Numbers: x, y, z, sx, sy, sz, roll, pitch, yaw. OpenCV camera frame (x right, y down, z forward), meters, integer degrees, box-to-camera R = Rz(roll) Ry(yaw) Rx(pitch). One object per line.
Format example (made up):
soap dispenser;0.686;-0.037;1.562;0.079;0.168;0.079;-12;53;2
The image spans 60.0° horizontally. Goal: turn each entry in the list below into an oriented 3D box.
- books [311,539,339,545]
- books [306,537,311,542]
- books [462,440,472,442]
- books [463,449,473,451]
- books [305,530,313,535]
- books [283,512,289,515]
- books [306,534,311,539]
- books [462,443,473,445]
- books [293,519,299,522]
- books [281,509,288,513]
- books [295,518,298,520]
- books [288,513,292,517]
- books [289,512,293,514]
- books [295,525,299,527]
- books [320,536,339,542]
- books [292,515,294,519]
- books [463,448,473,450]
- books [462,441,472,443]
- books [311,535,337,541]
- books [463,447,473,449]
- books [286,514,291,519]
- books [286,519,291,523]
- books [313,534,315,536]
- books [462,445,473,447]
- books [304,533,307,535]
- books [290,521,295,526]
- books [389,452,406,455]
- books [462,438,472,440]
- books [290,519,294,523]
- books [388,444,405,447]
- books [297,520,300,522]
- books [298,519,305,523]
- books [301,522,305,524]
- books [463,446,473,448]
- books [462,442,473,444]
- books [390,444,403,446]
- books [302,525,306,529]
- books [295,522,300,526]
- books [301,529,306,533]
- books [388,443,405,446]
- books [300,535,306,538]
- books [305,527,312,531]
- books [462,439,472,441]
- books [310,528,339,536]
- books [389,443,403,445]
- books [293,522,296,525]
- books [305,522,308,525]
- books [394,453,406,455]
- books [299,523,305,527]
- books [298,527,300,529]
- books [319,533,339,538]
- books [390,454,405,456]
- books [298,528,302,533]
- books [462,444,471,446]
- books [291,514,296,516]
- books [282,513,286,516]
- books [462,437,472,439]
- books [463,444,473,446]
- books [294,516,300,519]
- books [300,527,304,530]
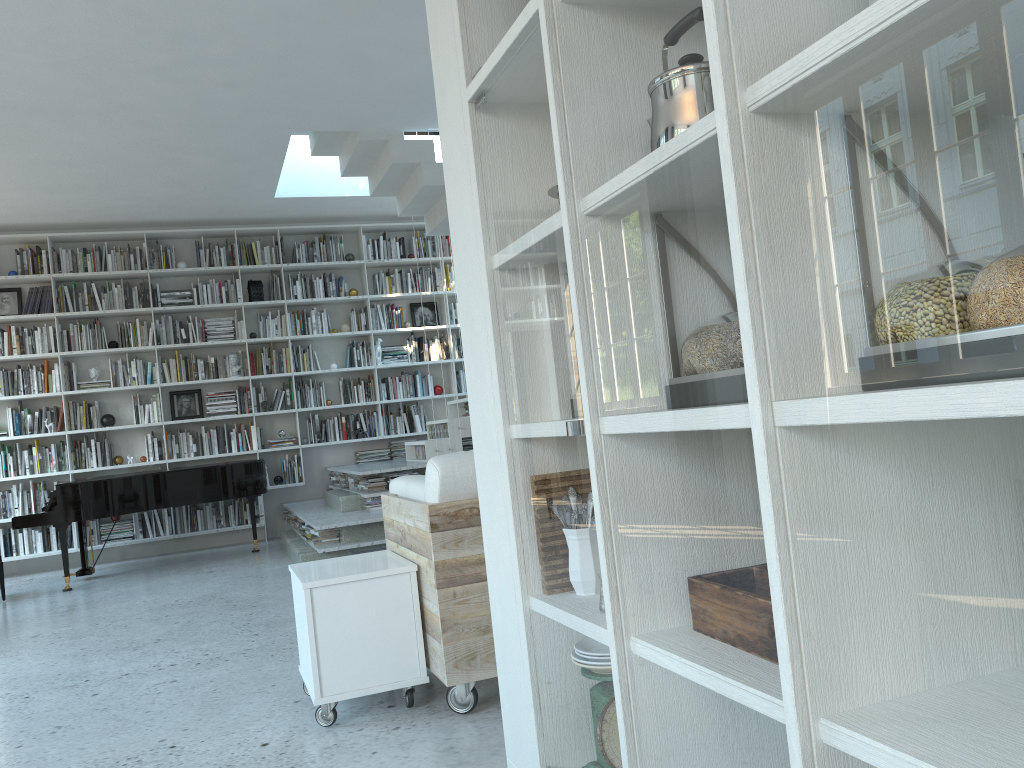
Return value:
books;-1.393;1.170;6.605;0.184;0.017;0.230;-6;-2;-17
books;-1.500;1.193;6.889;0.191;0.016;0.209;-6;-2;-14
books;-0.442;0.619;9.685;0.315;0.009;0.200;-6;-2;-14
books;-0.436;0.717;9.691;0.320;0.009;0.203;-5;-2;-20
books;-1.499;1.143;6.893;0.191;0.015;0.246;-5;-2;-18
books;-2.195;1.290;8.912;0.187;0.009;0.211;-5;-2;-20
books;-1.498;1.173;6.891;0.191;0.006;0.275;-6;-2;-17
books;-0.440;0.645;9.689;0.354;0.009;0.198;-5;-2;-22
books;-1.890;1.229;8.053;0.159;0.011;0.246;-5;-2;-23
books;-2.205;1.267;8.910;0.191;0.013;0.243;-5;-2;-23
books;-1.797;1.172;7.760;0.165;0.014;0.236;-5;-2;-24
books;-2.001;1.224;8.345;0.180;0.015;0.294;-5;-2;-21
books;-1.913;1.159;8.050;0.193;0.005;0.225;-5;-2;-23
books;-1.880;1.280;8.053;0.157;0.014;0.180;-5;-2;-22
books;-1.366;1.151;6.615;0.132;0.014;0.205;-5;-2;-19
books;-1.905;1.195;8.050;0.182;0.016;0.199;-6;-2;-14
books;-0.434;0.698;9.681;0.359;0.009;0.201;-5;-2;-24
books;-0.442;0.628;9.689;0.354;0.009;0.198;-6;-2;-16
books;-1.402;1.139;6.603;0.187;0.017;0.206;-6;-2;-14
books;-0.439;0.690;9.692;0.359;0.009;0.201;-5;-2;-18
books;-2.104;1.279;8.633;0.191;0.028;0.213;-6;-2;-15
books;-2.092;1.319;8.634;0.189;0.030;0.238;-5;-2;-19
books;-1.478;1.155;6.899;0.154;0.014;0.197;-5;-2;-19
books;-0.441;0.672;9.692;0.320;0.009;0.203;-5;-2;-20
books;-1.584;1.206;7.179;0.171;0.005;0.297;-5;-2;-20
books;-1.993;1.298;8.343;0.177;0.026;0.230;-6;-2;-16
books;-1.154;0.732;9.439;0.285;0.007;0.159;-6;-2;-17
books;-0.447;0.594;9.693;0.354;0.009;0.198;-5;-2;-21
books;-1.989;1.277;8.346;0.172;0.014;0.221;-5;-2;-18
books;-1.165;0.646;9.435;0.285;0.005;0.159;-5;-2;-23
books;-1.788;1.182;7.762;0.169;0.009;0.242;-5;-2;-19
books;-1.697;1.140;7.468;0.170;0.014;0.281;-5;-2;-22
books;-1.682;1.162;7.472;0.142;0.017;0.239;-5;-2;-23
books;-0.438;0.681;9.687;0.359;0.009;0.201;-6;-2;-16
books;-0.441;0.636;9.687;0.315;0.009;0.200;-6;-2;-15
books;-1.163;0.641;9.437;0.254;0.006;0.161;-6;-2;-15
books;-1.596;1.149;7.178;0.180;0.017;0.183;-5;-2;-22
books;-1.793;1.216;7.758;0.182;0.013;0.287;-5;-2;-18
books;-1.596;1.181;7.176;0.189;0.013;0.215;-5;-2;-21
books;-1.165;0.636;9.439;0.285;0.005;0.159;-5;-2;-22
books;-1.597;1.220;7.173;0.193;0.005;0.225;-5;-2;-23
books;-1.500;1.118;6.894;0.168;0.013;0.281;-5;-2;-24
books;-0.445;0.602;9.690;0.354;0.009;0.198;-5;-2;-22
books;-1.395;1.097;6.608;0.156;0.027;0.288;-5;-2;-24
books;-1.164;0.630;9.435;0.254;0.006;0.161;-5;-2;-24
books;-1.886;1.260;8.052;0.159;0.012;0.292;-5;-2;-22
books;-1.507;1.072;6.894;0.182;0.016;0.257;-6;-2;-16
books;-1.152;0.740;9.434;0.254;0.007;0.161;-5;-2;-23
books;-1.690;1.184;7.467;0.160;0.025;0.244;-5;-2;-24
books;-1.787;1.254;7.758;0.161;0.008;0.254;-6;-2;-14
books;-1.374;1.118;6.614;0.137;0.019;0.224;-5;-2;-18
books;-1.150;0.746;9.431;0.285;0.007;0.159;-6;-2;-14
books;-1.697;1.221;7.463;0.189;0.009;0.291;-6;-2;-16
books;-0.443;0.654;9.693;0.359;0.009;0.201;-5;-2;-20
books;-1.899;1.179;8.053;0.171;0.015;0.253;-5;-2;-22
books;-2.196;1.300;8.911;0.177;0.012;0.278;-5;-2;-23
books;-0.444;0.580;9.685;0.354;0.017;0.198;-6;-2;-14
books;-0.441;0.663;9.690;0.320;0.009;0.203;-5;-2;-21
books;-1.802;1.159;7.759;0.179;0.012;0.249;-5;-2;-22
books;-1.690;1.202;7.466;0.177;0.011;0.220;-6;-2;-17
